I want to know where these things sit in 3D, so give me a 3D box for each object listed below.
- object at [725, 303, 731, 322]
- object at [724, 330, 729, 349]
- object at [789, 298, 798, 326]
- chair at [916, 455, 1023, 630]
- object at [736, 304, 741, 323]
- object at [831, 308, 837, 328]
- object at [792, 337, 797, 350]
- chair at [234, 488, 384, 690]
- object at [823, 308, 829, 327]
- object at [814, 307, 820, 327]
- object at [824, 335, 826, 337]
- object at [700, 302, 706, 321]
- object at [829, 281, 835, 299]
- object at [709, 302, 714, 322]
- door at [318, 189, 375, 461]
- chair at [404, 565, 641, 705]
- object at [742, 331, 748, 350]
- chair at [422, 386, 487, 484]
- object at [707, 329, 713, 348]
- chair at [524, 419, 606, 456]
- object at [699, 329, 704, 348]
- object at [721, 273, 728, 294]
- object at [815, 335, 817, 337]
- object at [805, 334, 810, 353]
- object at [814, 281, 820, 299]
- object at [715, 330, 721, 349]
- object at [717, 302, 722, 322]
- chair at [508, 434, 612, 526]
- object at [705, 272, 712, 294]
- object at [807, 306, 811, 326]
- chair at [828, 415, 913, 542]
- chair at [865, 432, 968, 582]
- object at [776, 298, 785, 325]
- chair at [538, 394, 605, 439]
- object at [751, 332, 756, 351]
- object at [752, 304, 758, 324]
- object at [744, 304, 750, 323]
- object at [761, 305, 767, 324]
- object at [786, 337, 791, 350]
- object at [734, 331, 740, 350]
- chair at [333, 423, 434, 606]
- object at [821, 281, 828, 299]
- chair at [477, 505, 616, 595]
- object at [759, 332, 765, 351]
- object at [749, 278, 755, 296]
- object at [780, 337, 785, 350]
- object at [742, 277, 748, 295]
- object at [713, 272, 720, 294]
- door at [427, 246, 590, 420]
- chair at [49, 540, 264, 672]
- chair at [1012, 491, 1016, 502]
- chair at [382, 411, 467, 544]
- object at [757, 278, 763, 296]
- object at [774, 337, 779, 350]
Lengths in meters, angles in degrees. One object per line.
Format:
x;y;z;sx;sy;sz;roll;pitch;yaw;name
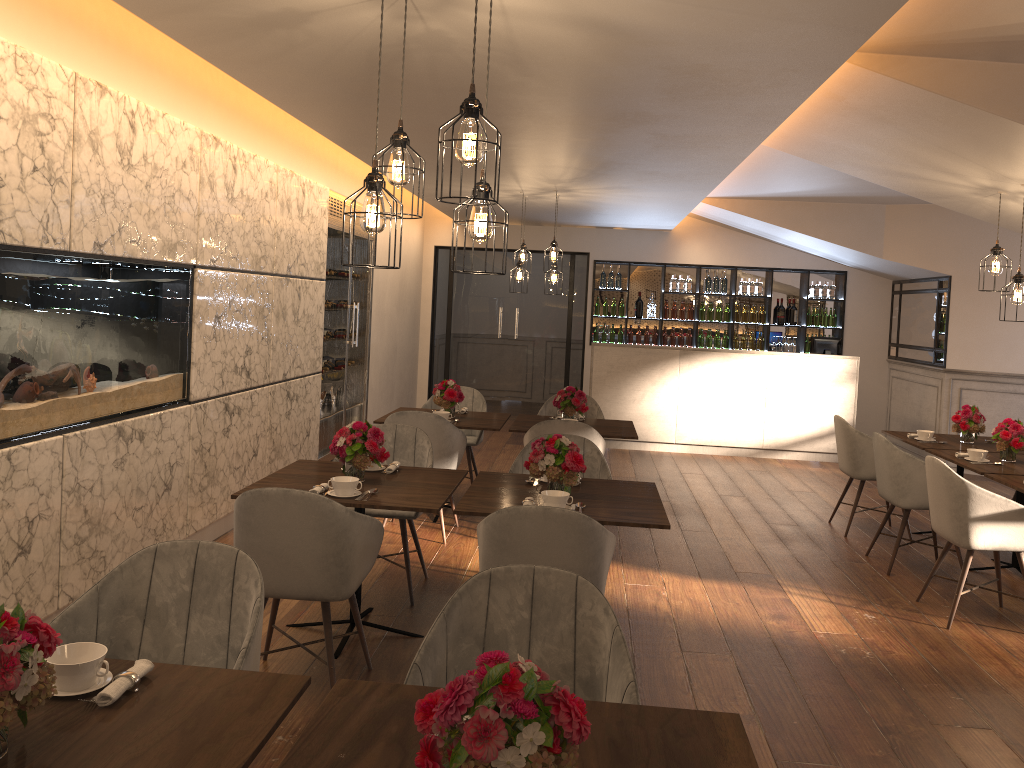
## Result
2.882;-0.952;11.794;0.065;0.263;0.066;2;2;-16;object
2.865;-0.590;11.806;0.065;0.261;0.066;2;2;-16;object
3.717;-0.952;11.694;0.104;0.358;0.104;4;2;32;object
2.533;0.846;4.818;0.526;0.871;0.566;3;3;5;chair
3.015;-0.944;11.782;0.065;0.261;0.066;2;2;-16;object
4.252;-0.874;11.673;0.065;0.261;0.066;2;2;-16;object
3.744;-0.511;11.729;0.065;0.207;0.065;1;3;-40;object
-0.839;0.796;3.539;0.565;0.871;0.527;3;3;5;chair
4.143;-0.880;11.683;0.065;0.261;0.066;2;2;-16;object
4.033;-0.886;11.693;0.065;0.261;0.066;2;2;-16;object
4.125;-0.518;11.695;0.065;0.261;0.066;2;2;-16;object
2.552;-0.970;11.823;0.065;0.261;0.066;2;2;-16;object
4.213;-1.230;11.636;0.070;0.235;0.041;3;2;5;object
2.662;-0.965;11.814;0.065;0.263;0.066;2;2;-16;object
-1.560;-0.522;8.493;0.134;2.464;1.862;3;3;5;door
0.019;0.958;2.209;0.565;0.871;0.527;3;3;5;chair
3.107;-0.576;11.784;0.065;0.261;0.066;2;2;-16;object
-0.484;0.474;7.327;0.565;0.871;0.527;3;3;5;chair
2.645;-0.602;11.825;0.065;0.261;0.066;2;2;-16;object
0.337;0.640;5.922;0.565;0.871;0.527;3;3;5;chair
2.535;-0.609;11.835;0.065;0.261;0.066;2;2;-16;object
2.823;-1.347;11.757;0.075;0.309;0.075;3;2;16;object
4.015;-0.525;11.704;0.065;0.261;0.066;2;2;-16;object
3.905;-0.532;11.714;0.065;0.263;0.066;2;2;-16;object
4.013;-1.242;11.654;0.070;0.235;0.041;3;2;5;object
2.755;-0.596;11.815;0.065;0.261;0.066;2;2;-16;object
2.772;-0.958;11.804;0.065;0.263;0.066;2;2;-16;object
0.249;0.738;4.776;0.565;0.871;0.527;3;3;5;chair
2.616;-1.359;11.775;0.075;0.309;0.075;4;3;37;object
3.923;-0.893;11.702;0.065;0.263;0.066;2;2;-16;object
2.700;0.686;6.688;0.526;0.871;0.566;3;3;5;chair
2.617;0.766;5.753;0.526;0.871;0.566;3;3;5;chair
3.561;-0.959;11.711;0.104;0.359;0.104;1;2;-33;object
0.470;0.528;7.243;0.565;0.871;0.527;3;3;5;chair
3.217;-0.570;11.775;0.065;0.261;0.066;2;2;-16;object
3.235;-0.931;11.763;0.065;0.261;0.066;2;2;-16;object
3.125;-0.937;11.773;0.065;0.261;0.066;2;2;-16;object
3.345;-0.925;11.753;0.065;0.261;0.066;2;2;-16;object
3.666;-0.516;11.736;0.065;0.207;0.065;1;3;-40;object
2.997;-0.582;11.794;0.065;0.261;0.066;2;2;-16;object
-0.705;0.684;4.860;0.565;0.871;0.527;3;3;5;chair
4.113;-1.236;11.645;0.070;0.235;0.041;3;2;5;object
0.116;0.851;3.455;0.565;0.871;0.527;3;3;5;chair
3.327;-0.564;11.765;0.065;0.261;0.066;2;2;-16;object
3.185;-1.289;11.727;0.070;0.235;0.041;3;2;5;object
3.589;-0.520;11.743;0.065;0.207;0.065;1;3;-40;object
3.085;-1.294;11.736;0.070;0.235;0.041;3;2;5;object
2.720;-1.353;11.766;0.075;0.309;0.075;3;2;16;object
-0.050;-0.667;12.110;2.106;2.330;0.274;3;2;5;door
-0.935;0.904;2.293;0.565;0.871;0.527;3;3;5;chair
4.023;0.759;6.590;0.526;0.871;0.566;3;3;5;chair
-0.618;0.586;6.006;0.565;0.871;0.527;3;3;5;chair
3.285;-1.283;11.718;0.070;0.235;0.041;3;2;5;object
3.511;-0.524;11.749;0.065;0.207;0.065;1;3;-40;object
